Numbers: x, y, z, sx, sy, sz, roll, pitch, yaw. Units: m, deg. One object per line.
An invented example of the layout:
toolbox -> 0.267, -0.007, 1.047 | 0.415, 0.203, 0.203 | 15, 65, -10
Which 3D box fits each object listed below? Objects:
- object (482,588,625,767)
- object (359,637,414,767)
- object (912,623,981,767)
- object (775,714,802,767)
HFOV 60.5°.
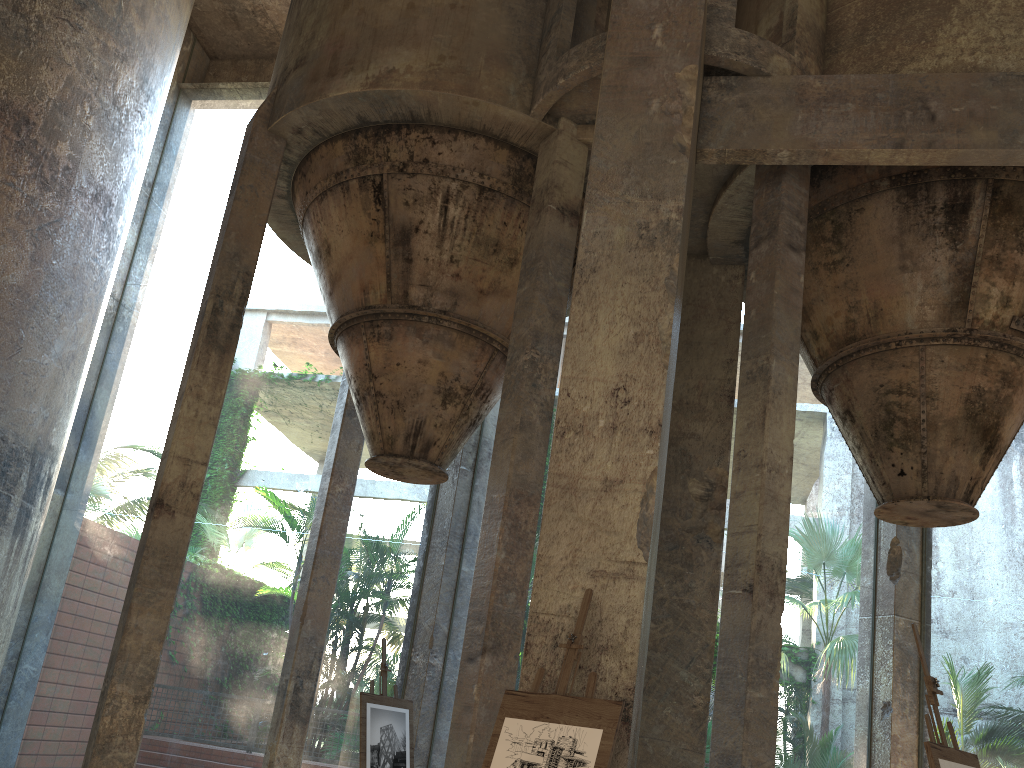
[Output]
object -> 0.142, 1.970, 4.172 | 0.705, 2.068, 0.706 | -4, -21, 37
object -> -1.253, 3.524, 8.495 | 0.689, 2.068, 0.722 | -5, -21, 40
object -> 2.003, 2.122, 3.879 | 0.690, 2.068, 0.721 | -7, -22, 43
object -> 2.337, 3.463, 8.062 | 0.686, 0.905, 0.894 | 4, -19, 15
